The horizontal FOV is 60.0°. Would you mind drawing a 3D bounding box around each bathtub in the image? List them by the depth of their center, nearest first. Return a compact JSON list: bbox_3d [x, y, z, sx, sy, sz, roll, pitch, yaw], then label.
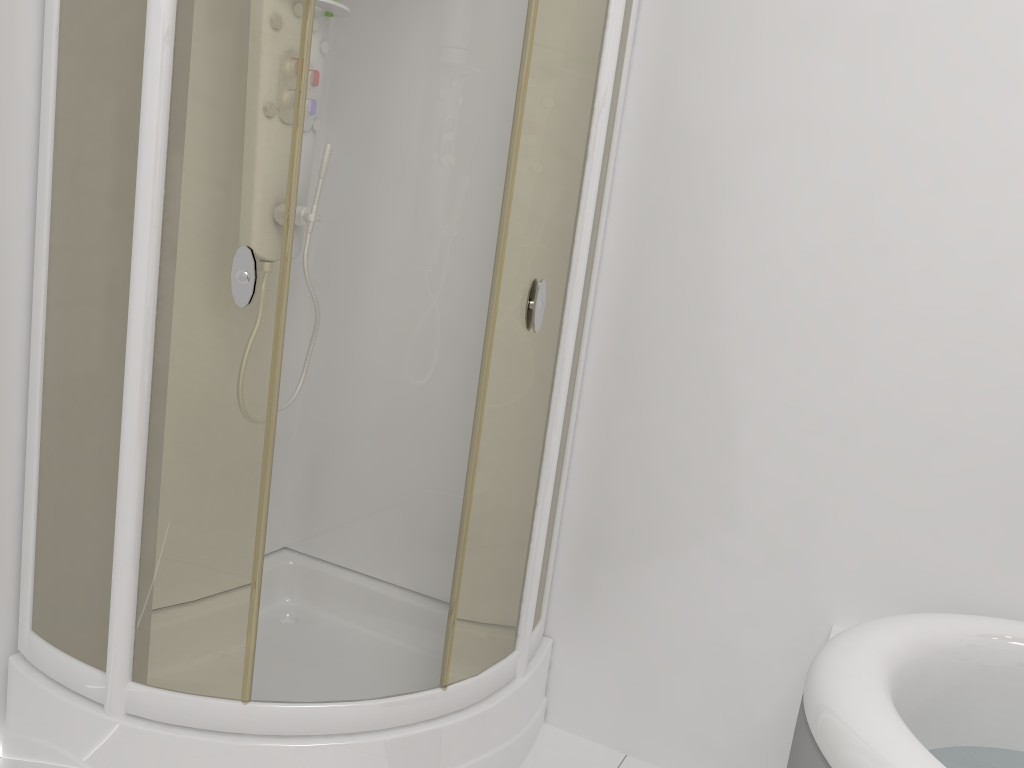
[{"bbox_3d":[1.302,0.942,1.192,1.863,0.674,1.055,12,11,24],"label":"bathtub"}]

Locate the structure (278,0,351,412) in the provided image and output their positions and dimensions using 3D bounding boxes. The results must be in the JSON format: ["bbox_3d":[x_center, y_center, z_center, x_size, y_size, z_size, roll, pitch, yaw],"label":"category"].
[{"bbox_3d":[-0.376,-0.562,2.032,0.358,1.343,0.201,12,11,24],"label":"structure"}]

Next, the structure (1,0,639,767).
[{"bbox_3d":[-0.354,-0.227,1.918,0.933,2.234,0.932,12,11,24],"label":"structure"}]
